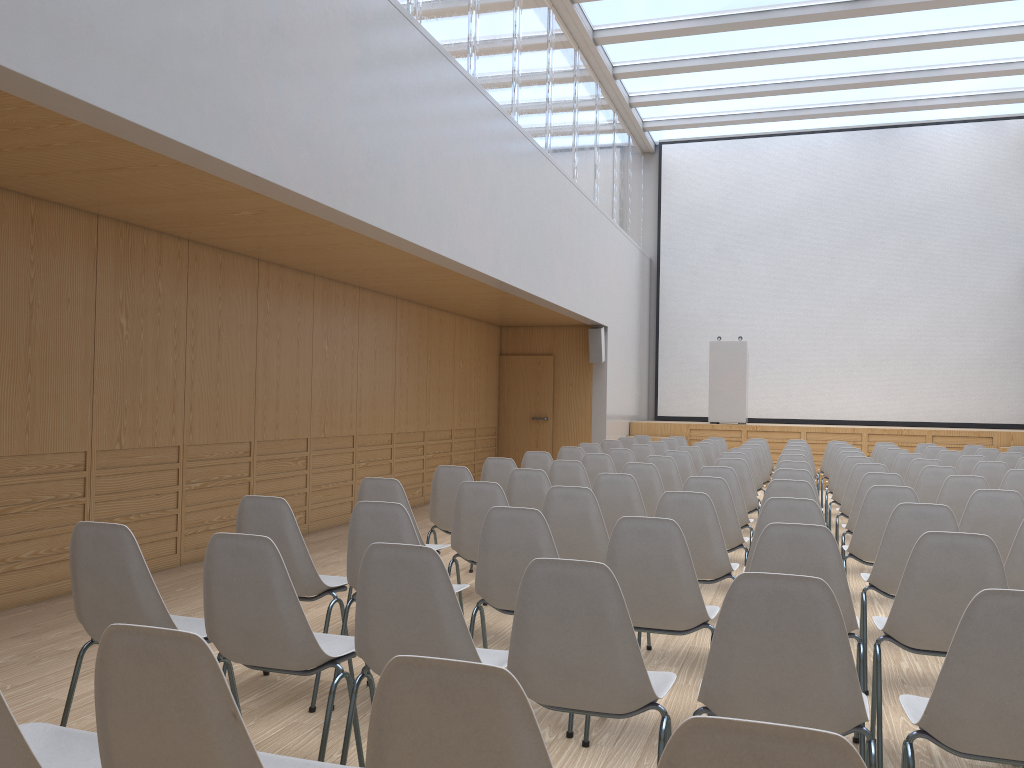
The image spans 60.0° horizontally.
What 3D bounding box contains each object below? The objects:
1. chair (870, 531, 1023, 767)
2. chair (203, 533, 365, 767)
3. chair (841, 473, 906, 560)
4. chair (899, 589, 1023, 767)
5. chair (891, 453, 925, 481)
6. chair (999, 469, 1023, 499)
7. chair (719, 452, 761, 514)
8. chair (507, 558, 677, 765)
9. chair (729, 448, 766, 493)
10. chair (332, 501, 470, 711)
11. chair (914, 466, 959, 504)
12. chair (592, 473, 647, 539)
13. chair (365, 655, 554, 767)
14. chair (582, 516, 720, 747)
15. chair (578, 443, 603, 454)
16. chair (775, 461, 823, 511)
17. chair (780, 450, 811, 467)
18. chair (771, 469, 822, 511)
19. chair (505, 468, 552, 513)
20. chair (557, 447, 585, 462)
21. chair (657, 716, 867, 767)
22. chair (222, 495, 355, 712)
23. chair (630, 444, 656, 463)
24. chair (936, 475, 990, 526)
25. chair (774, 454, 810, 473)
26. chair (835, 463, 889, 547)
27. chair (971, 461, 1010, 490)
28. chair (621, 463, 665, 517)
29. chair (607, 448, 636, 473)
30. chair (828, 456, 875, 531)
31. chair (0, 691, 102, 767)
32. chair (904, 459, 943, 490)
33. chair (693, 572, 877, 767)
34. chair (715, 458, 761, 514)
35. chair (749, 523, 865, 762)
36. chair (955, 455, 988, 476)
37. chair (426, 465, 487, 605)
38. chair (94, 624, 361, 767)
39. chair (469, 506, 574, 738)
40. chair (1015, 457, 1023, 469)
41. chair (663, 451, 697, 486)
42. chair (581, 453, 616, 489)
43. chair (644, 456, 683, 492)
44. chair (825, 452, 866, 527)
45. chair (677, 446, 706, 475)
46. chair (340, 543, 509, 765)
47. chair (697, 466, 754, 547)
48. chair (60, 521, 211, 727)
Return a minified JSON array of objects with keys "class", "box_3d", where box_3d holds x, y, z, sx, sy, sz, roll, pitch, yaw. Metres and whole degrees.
[{"class":"chair","box_3d":[1.563,0.943,3.209,0.479,0.876,0.505,1,-1,18]},{"class":"chair","box_3d":[-0.739,0.891,2.876,0.479,0.876,0.505,1,-1,18]},{"class":"chair","box_3d":[2.478,1.022,5.993,0.479,0.876,0.505,1,-1,18]},{"class":"chair","box_3d":[1.248,0.915,2.250,0.479,0.876,0.505,1,-1,18]},{"class":"chair","box_3d":[3.902,1.110,8.756,0.479,0.876,0.505,1,-1,18]},{"class":"chair","box_3d":[3.769,1.061,6.625,0.479,0.876,0.505,1,-1,18]},{"class":"chair","box_3d":[2.075,1.064,8.269,0.479,0.876,0.505,1,-1,18]},{"class":"chair","box_3d":[0.218,0.902,2.544,0.479,0.876,0.505,1,-1,18]},{"class":"chair","box_3d":[2.384,1.090,9.177,0.479,0.876,0.505,1,-1,18]},{"class":"chair","box_3d":[-0.463,0.917,3.795,0.479,0.876,0.505,1,-1,18]},{"class":"chair","box_3d":[3.253,1.055,6.835,0.479,0.876,0.505,1,-1,18]},{"class":"chair","box_3d":[0.685,0.977,5.524,0.479,0.876,0.505,1,-1,18]},{"class":"chair","box_3d":[-0.029,0.877,1.624,0.479,0.876,0.505,1,-1,18]},{"class":"chair","box_3d":[0.562,0.929,3.462,0.479,0.876,0.505,1,-1,18]},{"class":"chair","box_3d":[0.890,1.072,9.662,0.479,0.876,0.505,1,-1,18]},{"class":"chair","box_3d":[2.258,1.042,7.116,0.479,0.876,0.505,1,-1,18]},{"class":"chair","box_3d":[2.871,1.097,9.041,0.479,0.876,0.505,1,-1,18]},{"class":"chair","box_3d":[1.960,1.017,6.204,0.479,0.876,0.505,1,-1,18]},{"class":"chair","box_3d":[0.170,0.972,5.753,0.479,0.876,0.505,1,-1,18]},{"class":"chair","box_3d":[0.642,1.048,8.763,0.479,0.876,0.505,1,-1,18]},{"class":"chair","box_3d":[0.394,0.880,1.371,0.479,0.876,0.505,1,-1,18]},{"class":"chair","box_3d":[-0.963,0.910,3.913,0.479,0.876,0.505,1,-1,18]},{"class":"chair","box_3d":[1.427,1.080,9.549,0.479,0.876,0.505,1,-1,18]},{"class":"chair","box_3d":[2.976,1.029,5.904,0.479,0.876,0.505,1,-1,18]},{"class":"chair","box_3d":[2.575,1.071,8.136,0.479,0.876,0.505,1,-1,18]},{"class":"chair","box_3d":[2.805,1.050,7.000,0.479,0.876,0.505,1,-1,18]},{"class":"chair","box_3d":[4.061,1.088,7.603,0.479,0.876,0.505,1,-1,18]},{"class":"chair","box_3d":[0.979,1.005,6.541,0.479,0.876,0.505,1,-1,18]},{"class":"chair","box_3d":[1.087,1.053,8.589,0.479,0.876,0.505,1,-1,18]},{"class":"chair","box_3d":[3.092,1.077,7.958,0.479,0.876,0.505,1,-1,18]},{"class":"chair","box_3d":[-1.049,0.864,1.905,0.479,0.876,0.505,1,-1,18]},{"class":"chair","box_3d":[3.596,1.083,7.775,0.479,0.876,0.505,1,-1,18]},{"class":"chair","box_3d":[0.728,0.909,2.400,0.479,0.876,0.505,1,-1,18]},{"class":"chair","box_3d":[1.826,1.039,7.328,0.479,0.876,0.505,1,-1,18]},{"class":"chair","box_3d":[1.076,0.937,3.357,0.479,0.876,0.505,1,-1,18]},{"class":"chair","box_3d":[4.407,1.116,8.563,0.479,0.876,0.505,1,-1,18]},{"class":"chair","box_3d":[-0.312,0.966,5.890,0.479,0.876,0.505,1,-1,18]},{"class":"chair","box_3d":[-0.560,0.870,1.786,0.479,0.876,0.505,1,-1,18]},{"class":"chair","box_3d":[0.080,0.925,3.690,0.479,0.876,0.505,1,-1,18]},{"class":"chair","box_3d":[4.870,1.121,8.392,0.479,0.876,0.505,1,-1,18]},{"class":"chair","box_3d":[1.576,1.057,8.345,0.479,0.876,0.505,1,-1,18]},{"class":"chair","box_3d":[0.781,1.026,7.657,0.479,0.876,0.505,1,-1,18]},{"class":"chair","box_3d":[1.277,1.032,7.477,0.479,0.876,0.505,1,-1,18]},{"class":"chair","box_3d":[3.378,1.102,8.855,0.479,0.876,0.505,1,-1,18]},{"class":"chair","box_3d":[1.897,1.086,9.378,0.479,0.876,0.505,1,-1,18]},{"class":"chair","box_3d":[-0.243,0.898,2.744,0.479,0.876,0.505,1,-1,18]},{"class":"chair","box_3d":[1.478,1.010,6.318,0.479,0.876,0.505,1,-1,18]},{"class":"chair","box_3d":[-1.240,0.886,3.057,0.479,0.876,0.505,1,-1,18]}]
